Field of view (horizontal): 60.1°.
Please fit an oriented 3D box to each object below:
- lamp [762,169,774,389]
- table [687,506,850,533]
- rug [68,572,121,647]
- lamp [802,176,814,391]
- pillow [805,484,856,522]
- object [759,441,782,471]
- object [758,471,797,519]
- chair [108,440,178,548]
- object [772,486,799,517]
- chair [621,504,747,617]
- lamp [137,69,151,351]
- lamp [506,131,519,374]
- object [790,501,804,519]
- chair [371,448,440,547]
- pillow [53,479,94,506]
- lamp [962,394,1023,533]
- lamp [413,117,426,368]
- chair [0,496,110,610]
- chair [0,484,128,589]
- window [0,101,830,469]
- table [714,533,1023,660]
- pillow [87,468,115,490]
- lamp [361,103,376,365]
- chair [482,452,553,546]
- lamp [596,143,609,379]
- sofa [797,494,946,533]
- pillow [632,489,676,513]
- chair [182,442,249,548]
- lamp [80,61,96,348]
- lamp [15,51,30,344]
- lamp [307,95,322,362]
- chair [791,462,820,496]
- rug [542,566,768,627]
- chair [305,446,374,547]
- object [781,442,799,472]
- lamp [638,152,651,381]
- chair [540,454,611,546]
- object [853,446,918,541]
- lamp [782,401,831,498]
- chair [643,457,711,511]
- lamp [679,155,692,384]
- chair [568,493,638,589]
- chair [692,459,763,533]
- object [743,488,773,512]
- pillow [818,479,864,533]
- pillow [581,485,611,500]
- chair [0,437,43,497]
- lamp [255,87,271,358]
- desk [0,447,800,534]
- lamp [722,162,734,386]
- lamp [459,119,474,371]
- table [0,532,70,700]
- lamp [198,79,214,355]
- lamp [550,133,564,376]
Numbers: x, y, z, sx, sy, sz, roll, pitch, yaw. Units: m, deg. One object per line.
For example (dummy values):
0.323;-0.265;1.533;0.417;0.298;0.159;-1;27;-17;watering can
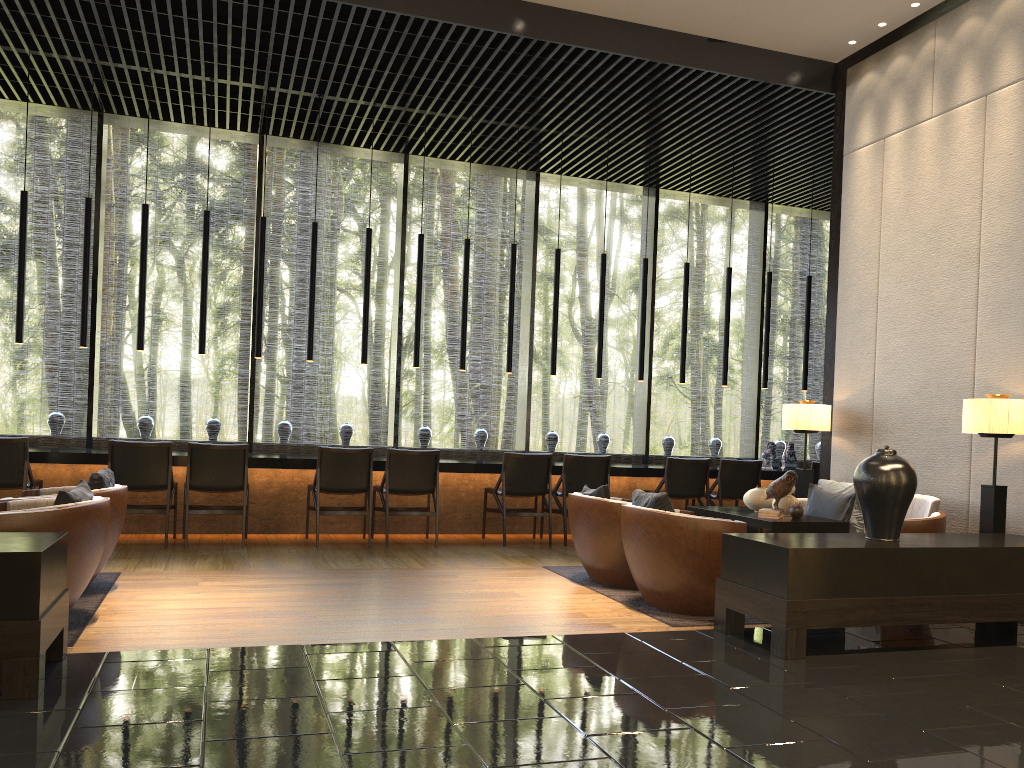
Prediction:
2.788;-1.159;9.588;0.060;2.421;0.060;2;0;-23;lamp
1.694;1.137;6.013;0.576;0.517;1.042;3;-2;-18;table
-3.280;1.118;4.435;2.242;0.008;1.959;3;-3;-18;rug
3.270;-1.131;9.747;0.060;2.421;0.060;2;0;-23;lamp
2.321;0.920;6.451;0.219;0.361;0.472;2;-2;-21;pillow
2.730;0.761;9.377;0.162;0.310;0.207;3;-1;-38;object
1.720;0.708;5.698;0.229;0.309;0.174;2;-1;28;object
-2.969;0.863;7.087;0.526;0.827;0.563;2;-1;-18;chair
1.814;0.746;5.858;0.174;0.257;0.174;2;-1;2;object
0.952;1.030;5.274;0.606;0.604;0.804;3;-2;-18;chair
-3.161;-1.494;7.632;0.060;2.421;0.060;2;0;-23;lamp
0.018;-1.315;8.677;0.060;2.421;0.060;2;0;-23;lamp
1.847;0.814;5.740;0.091;0.112;0.091;2;-1;34;object
-0.916;0.978;7.762;0.526;0.827;0.563;2;-1;-18;chair
-2.168;0.645;4.329;0.205;0.338;0.442;2;-2;-11;pillow
2.957;0.743;5.442;0.374;1.351;0.375;2;0;29;lamp
-0.861;-1.364;8.388;0.060;2.421;0.060;2;0;-13;lamp
-2.291;0.852;4.297;0.606;0.604;0.804;3;-2;-18;chair
-2.558;0.884;5.110;0.606;0.604;0.804;3;-2;-18;chair
-8.842;-1.393;1.009;31.895;4.227;12.059;3;-3;-18;window
2.102;1.080;4.684;1.961;0.513;0.620;3;-2;-18;table
-2.437;0.674;5.144;0.222;0.362;0.399;2;-1;-18;pillow
-1.330;-1.391;8.234;0.060;2.421;0.060;2;0;-23;lamp
0.071;1.034;8.087;0.526;0.827;0.563;2;-1;-18;chair
0.931;-1.263;8.977;0.060;2.421;0.060;2;0;-23;lamp
2.440;1.094;6.248;0.603;0.693;1.449;3;-2;-18;sofa
0.848;0.807;5.236;0.222;0.362;0.399;2;-1;-18;pillow
-2.423;0.893;7.266;0.526;0.827;0.563;2;-1;-18;chair
-3.584;-1.518;7.492;0.060;2.421;0.060;2;0;-23;lamp
-4.044;-1.543;7.341;0.060;2.421;0.060;2;0;-23;lamp
-1.799;-1.417;8.079;0.060;2.421;0.060;2;0;-13;lamp
3.136;1.207;9.095;0.526;0.827;0.563;2;-1;-18;chair
1.604;1.393;6.042;2.242;0.008;2.042;3;-3;-18;rug
-1.461;0.948;7.583;0.526;0.827;0.563;2;-1;-18;chair
2.969;0.773;9.451;0.163;0.313;0.209;2;-1;7;object
1.377;-1.238;9.124;0.060;2.421;0.060;2;0;-23;lamp
0.617;1.065;8.267;0.526;0.827;0.563;2;-1;-18;chair
1.957;0.569;4.651;0.312;0.493;0.311;3;-1;-29;object
2.376;0.813;7.212;0.375;1.351;0.375;2;0;11;lamp
1.604;1.120;8.591;0.526;0.827;0.563;2;-1;-18;chair
1.832;-1.212;9.274;0.060;2.421;0.060;2;0;-23;lamp
0.685;1.062;6.087;0.606;0.604;0.804;3;-2;-18;chair
2.150;1.151;8.771;0.526;0.827;0.563;2;-1;-18;chair
1.725;0.803;6.124;0.245;0.168;0.246;1;-2;30;object
2.437;0.912;6.595;0.201;0.399;0.432;2;-1;-40;pillow
0.579;0.843;6.051;0.205;0.338;0.442;2;-2;-11;pillow
-3.931;0.808;6.770;0.526;0.827;0.563;2;-1;-18;chair
-2.230;-1.441;7.937;0.060;2.421;0.060;2;0;-23;lamp
-9.756;0.532;5.246;28.743;0.760;1.781;3;-3;-18;desk
2.314;-1.185;9.432;0.060;2.421;0.060;2;0;-23;lamp
-0.430;-1.340;8.530;0.060;2.421;0.060;2;0;-23;lamp
-2.688;0.810;3.109;1.961;0.513;0.620;3;-2;-18;table
-2.684;-1.467;7.788;0.060;2.421;0.060;2;0;-13;lamp
0.458;-1.290;8.822;0.060;2.421;0.060;2;0;-23;lamp
